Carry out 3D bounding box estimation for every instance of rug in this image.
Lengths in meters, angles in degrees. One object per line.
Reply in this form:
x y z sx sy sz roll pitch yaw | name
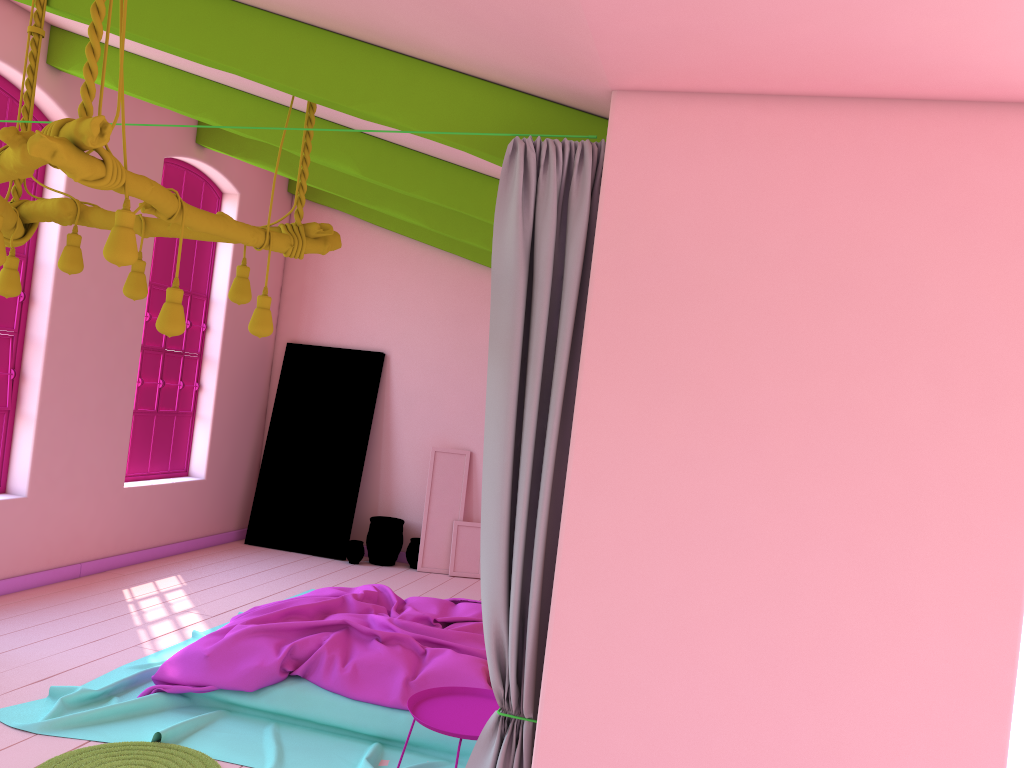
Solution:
-1.673 1.727 3.862 0.792 0.021 0.792 7 -1 -4 | rug

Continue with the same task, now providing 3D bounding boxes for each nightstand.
-0.201 1.686 3.984 0.596 0.458 0.595 7 -1 -39 | nightstand

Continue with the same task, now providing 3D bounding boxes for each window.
-3.833 -0.704 5.966 0.214 3.009 1.514 7 -1 14 | window
-3.234 -0.597 8.352 0.072 3.047 1.275 7 -1 14 | window

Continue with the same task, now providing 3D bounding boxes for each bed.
-0.842 1.620 5.734 2.801 0.514 3.578 7 -1 14 | bed

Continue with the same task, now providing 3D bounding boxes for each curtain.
0.057 0.531 3.260 0.518 2.785 0.525 7 0 -5 | curtain

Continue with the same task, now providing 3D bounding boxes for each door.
-2.107 0.685 9.502 1.153 2.211 0.450 7 0 14 | door

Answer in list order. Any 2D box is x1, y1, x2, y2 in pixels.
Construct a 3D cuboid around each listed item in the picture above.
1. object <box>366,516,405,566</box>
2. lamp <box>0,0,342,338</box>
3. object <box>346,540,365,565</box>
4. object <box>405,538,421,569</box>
-1.329 1.641 9.262 0.386 0.471 0.385 7 -1 -34 | object
-1.466 -1.334 3.284 1.611 2.264 1.775 7 -1 -4 | lamp
-1.609 1.729 9.101 0.199 0.234 0.199 7 -1 -19 | object
-0.981 1.770 9.248 0.261 0.306 0.260 7 -1 -44 | object
